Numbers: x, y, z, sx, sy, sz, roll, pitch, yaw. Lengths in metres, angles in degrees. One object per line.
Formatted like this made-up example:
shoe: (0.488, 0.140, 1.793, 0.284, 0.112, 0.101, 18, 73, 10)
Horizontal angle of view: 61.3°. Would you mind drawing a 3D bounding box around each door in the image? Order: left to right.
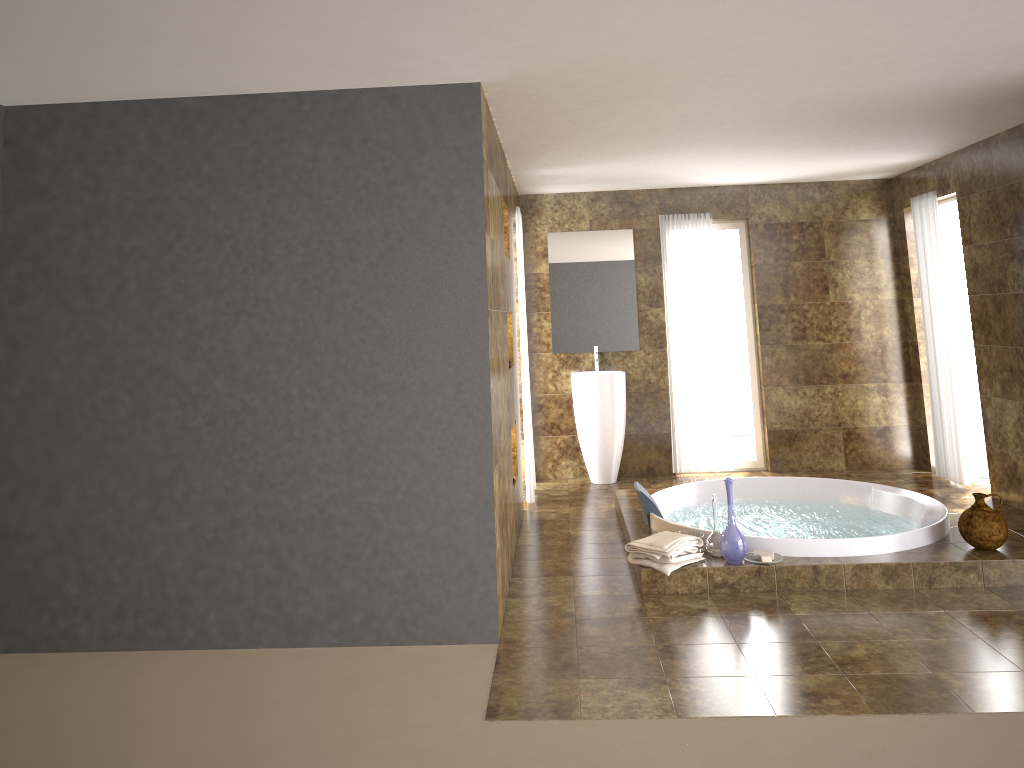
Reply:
door: (3.986, -0.375, 6.992, 0.948, 2.266, 0.039, -7, -10, 36)

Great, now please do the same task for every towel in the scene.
towel: (0.783, 0.855, 4.454, 0.321, 0.152, 0.336, -4, 3, -42)

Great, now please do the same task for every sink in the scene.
sink: (0.748, 0.253, 7.330, 0.458, 1.156, 0.427, -3, -7, 6)

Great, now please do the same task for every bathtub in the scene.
bathtub: (1.694, 0.870, 5.256, 1.738, 0.531, 1.745, 0, 4, 34)

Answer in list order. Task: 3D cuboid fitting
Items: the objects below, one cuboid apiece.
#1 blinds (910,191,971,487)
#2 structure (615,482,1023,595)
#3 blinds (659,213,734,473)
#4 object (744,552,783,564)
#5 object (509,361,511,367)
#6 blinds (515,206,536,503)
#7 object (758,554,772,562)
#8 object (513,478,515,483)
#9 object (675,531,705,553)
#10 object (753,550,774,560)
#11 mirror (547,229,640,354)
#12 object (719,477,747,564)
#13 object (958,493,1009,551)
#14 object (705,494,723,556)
blinds: (3.360, -0.391, 6.844, 0.069, 2.317, 0.472, -3, -8, 3)
structure: (1.695, 0.877, 5.256, 2.003, 0.126, 1.987, -2, 4, 3)
blinds: (1.596, -0.385, 7.569, 0.519, 2.305, 0.065, -2, -9, 2)
object: (1.275, 0.886, 4.380, 0.190, 0.019, 0.188, -3, 4, -8)
object: (-0.097, -0.248, 5.645, 0.174, 0.290, 0.109, -2, -7, 3)
blinds: (0.110, -0.273, 6.894, 0.068, 2.317, 0.585, -3, -8, 3)
object: (1.267, 0.872, 4.324, 0.053, 0.035, 0.072, -2, 2, 3)
object: (-0.065, 0.488, 5.510, 0.152, 0.279, 0.148, -2, -6, 3)
object: (0.950, 0.850, 4.649, 0.170, 0.076, 0.168, -3, 2, -16)
object: (1.279, 0.869, 4.393, 0.100, 0.033, 0.061, -1, 2, 18)
mirror: (0.722, -0.830, 7.711, 0.767, 1.111, 0.008, -2, -9, 3)
object: (1.120, 0.690, 4.412, 0.136, 0.427, 0.132, -3, -7, 11)
object: (2.431, 0.708, 4.468, 0.230, 0.280, 0.226, -1, -4, -25)
object: (1.073, 0.737, 4.542, 0.130, 0.313, 0.127, -3, -7, 11)
